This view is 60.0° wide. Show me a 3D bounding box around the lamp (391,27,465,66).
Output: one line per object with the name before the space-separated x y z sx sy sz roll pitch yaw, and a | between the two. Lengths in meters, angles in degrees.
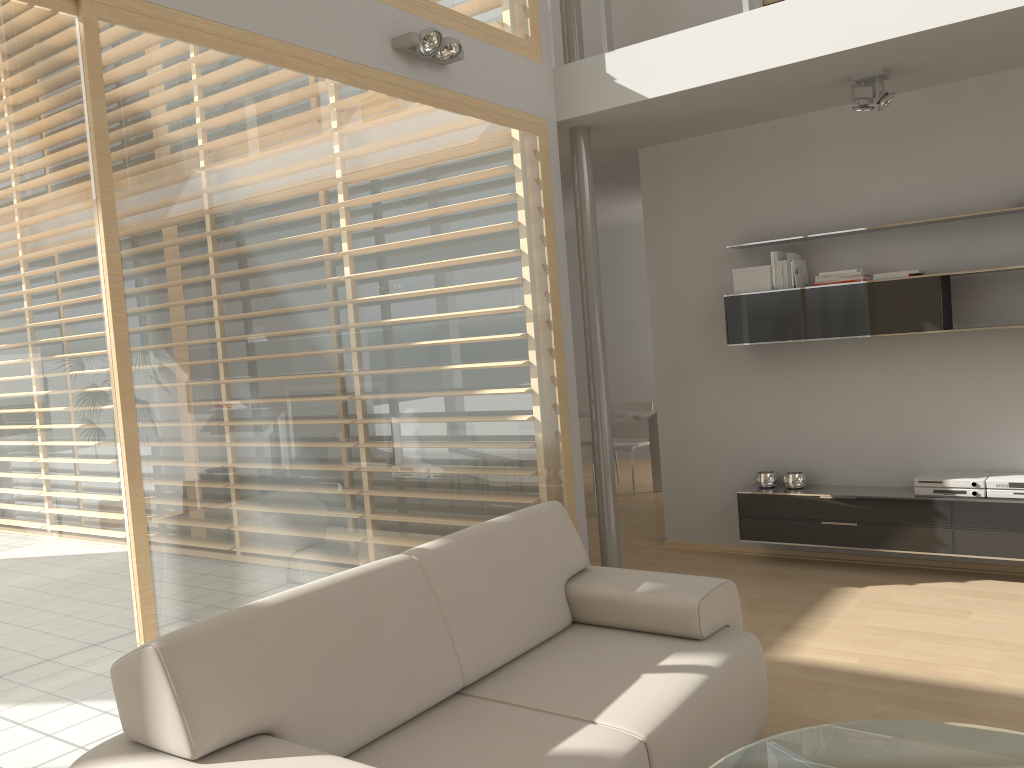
lamp | -0.354 -1.523 4.019 0.183 0.110 0.360 -3 3 36

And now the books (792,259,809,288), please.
books | 1.714 -0.652 5.260 0.023 0.169 0.230 -3 3 36

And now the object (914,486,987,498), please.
object | 2.416 0.576 4.864 0.349 0.049 0.262 -3 3 36

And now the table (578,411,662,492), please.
table | 0.209 0.694 8.434 2.199 0.746 0.900 -3 3 36

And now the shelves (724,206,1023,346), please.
shelves | 3.101 -0.473 4.268 4.236 0.914 0.300 -3 3 36

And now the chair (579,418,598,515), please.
chair | 0.543 0.677 7.596 0.455 0.807 0.501 -4 3 16

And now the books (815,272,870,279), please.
books | 1.898 -0.621 5.086 0.254 0.015 0.190 -2 3 37

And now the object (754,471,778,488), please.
object | 1.577 0.592 5.498 0.143 0.091 0.143 -6 3 -22

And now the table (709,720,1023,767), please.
table | 0.949 1.131 1.832 1.198 0.370 1.198 -6 3 -37

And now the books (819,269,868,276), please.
books | 1.906 -0.638 5.094 0.227 0.017 0.230 -3 3 31

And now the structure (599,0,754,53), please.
structure | 2.438 -2.339 3.488 5.400 0.900 0.080 -3 3 36

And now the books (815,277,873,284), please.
books | 1.904 -0.593 5.090 0.268 0.011 0.190 -2 3 37

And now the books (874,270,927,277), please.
books | 2.155 -0.610 4.920 0.230 0.017 0.227 -3 3 36

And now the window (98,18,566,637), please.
window | -0.498 -0.020 3.902 0.020 2.500 2.525 -3 3 36

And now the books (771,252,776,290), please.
books | 1.606 -0.676 5.323 0.017 0.227 0.230 -3 3 36

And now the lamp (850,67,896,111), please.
lamp | 1.844 -1.490 4.534 0.214 0.195 0.150 -3 3 36

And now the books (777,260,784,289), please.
books | 1.641 -0.649 5.299 0.027 0.169 0.230 -3 3 36

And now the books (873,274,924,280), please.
books | 2.149 -0.594 4.932 0.190 0.015 0.254 -2 4 42

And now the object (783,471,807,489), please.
object | 1.721 0.585 5.395 0.143 0.091 0.143 -6 3 -22

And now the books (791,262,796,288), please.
books | 1.694 -0.644 5.258 0.009 0.156 0.207 -3 3 36

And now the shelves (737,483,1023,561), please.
shelves | 3.194 0.721 4.323 4.236 0.312 0.300 -3 3 36

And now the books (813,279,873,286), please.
books | 1.908 -0.581 5.087 0.297 0.013 0.210 -3 3 36

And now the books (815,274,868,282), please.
books | 1.894 -0.606 5.094 0.254 0.015 0.190 -3 3 32

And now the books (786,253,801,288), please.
books | 1.679 -0.670 5.265 0.021 0.210 0.207 -3 3 36

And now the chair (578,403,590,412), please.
chair | 0.556 0.620 8.812 0.455 0.807 0.501 -3 3 36

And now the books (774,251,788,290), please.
books | 1.625 -0.677 5.318 0.017 0.227 0.230 -3 3 36

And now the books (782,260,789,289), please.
books | 1.668 -0.650 5.290 0.027 0.169 0.230 -3 3 36

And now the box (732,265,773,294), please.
box | 1.492 -0.630 5.374 0.232 0.149 0.232 -3 3 36

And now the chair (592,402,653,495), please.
chair | 1.059 0.599 8.411 0.455 0.807 0.501 -3 3 36

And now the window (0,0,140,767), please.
window | -2.005 0.193 1.825 0.020 2.500 2.525 -3 3 36

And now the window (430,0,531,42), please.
window | -0.719 -2.858 3.772 0.020 2.200 2.525 -3 3 36

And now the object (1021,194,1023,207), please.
object | 2.704 -0.956 4.599 0.115 0.081 0.115 -4 3 16

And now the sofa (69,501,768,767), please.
sofa | -0.099 0.935 2.658 1.168 0.846 2.093 -3 3 36

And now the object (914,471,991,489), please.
object | 2.413 0.528 4.861 0.349 0.049 0.262 -3 3 36

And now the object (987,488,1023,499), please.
object | 2.708 0.562 4.662 0.349 0.049 0.250 -3 3 36

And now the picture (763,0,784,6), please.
picture | 2.140 -3.219 4.852 1.684 1.800 0.010 -3 3 36

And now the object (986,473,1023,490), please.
object | 2.701 0.514 4.655 0.349 0.049 0.262 -3 3 36

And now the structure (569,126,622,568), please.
structure | 0.502 -0.161 5.286 0.121 2.700 0.122 -3 3 24

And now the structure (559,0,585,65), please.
structure | 0.280 -3.000 5.156 0.121 2.400 0.122 -3 3 24
